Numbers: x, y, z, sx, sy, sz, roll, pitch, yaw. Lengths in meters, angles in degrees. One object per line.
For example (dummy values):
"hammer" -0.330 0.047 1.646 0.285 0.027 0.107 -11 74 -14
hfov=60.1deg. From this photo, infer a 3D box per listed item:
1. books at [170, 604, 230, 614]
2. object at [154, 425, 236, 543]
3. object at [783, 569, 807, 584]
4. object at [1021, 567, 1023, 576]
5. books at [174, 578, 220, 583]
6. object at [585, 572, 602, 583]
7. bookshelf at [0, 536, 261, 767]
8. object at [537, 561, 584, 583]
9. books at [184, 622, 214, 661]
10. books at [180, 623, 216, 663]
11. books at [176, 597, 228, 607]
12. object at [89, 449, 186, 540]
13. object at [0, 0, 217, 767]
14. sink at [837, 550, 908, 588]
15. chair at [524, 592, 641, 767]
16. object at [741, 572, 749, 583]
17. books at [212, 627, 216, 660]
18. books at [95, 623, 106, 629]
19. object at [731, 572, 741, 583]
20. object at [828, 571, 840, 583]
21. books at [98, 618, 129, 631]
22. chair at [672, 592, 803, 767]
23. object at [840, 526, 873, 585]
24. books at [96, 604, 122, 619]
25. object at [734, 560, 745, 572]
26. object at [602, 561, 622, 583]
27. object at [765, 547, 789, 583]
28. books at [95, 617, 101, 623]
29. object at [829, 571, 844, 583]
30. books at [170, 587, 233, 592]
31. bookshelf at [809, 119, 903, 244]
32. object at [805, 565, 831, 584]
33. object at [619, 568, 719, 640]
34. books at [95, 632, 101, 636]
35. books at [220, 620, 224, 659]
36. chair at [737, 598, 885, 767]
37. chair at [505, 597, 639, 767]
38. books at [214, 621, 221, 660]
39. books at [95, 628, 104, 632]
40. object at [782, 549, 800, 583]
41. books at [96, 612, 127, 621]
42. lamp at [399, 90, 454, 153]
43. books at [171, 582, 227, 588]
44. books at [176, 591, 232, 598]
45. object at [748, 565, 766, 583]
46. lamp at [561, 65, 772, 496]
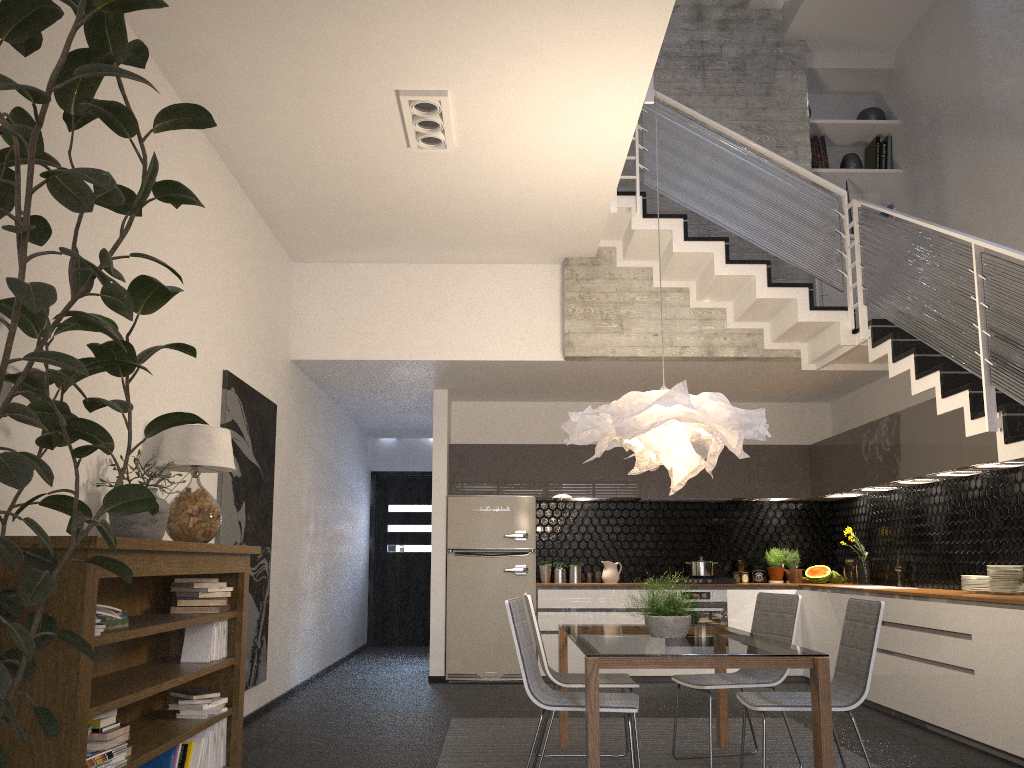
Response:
"books" -1.527 1.103 4.349 0.230 0.034 0.288 2 -11 -8
"object" -1.585 0.515 4.426 0.390 0.577 0.392 6 -11 -31
"object" 2.771 1.878 8.650 0.210 0.139 0.125 -7 -12 33
"object" 3.213 1.204 5.404 0.173 0.183 0.173 9 -13 -41
"books" -1.567 0.976 4.408 0.205 0.022 0.156 3 -12 -15
"object" 0.810 1.923 8.806 0.160 0.110 0.078 -1 -9 4
"bookshelf" -1.534 1.241 3.631 0.451 1.162 1.936 0 -11 -1
"object" 0.475 1.861 8.772 0.482 0.219 0.174 1 -10 -4
"books" -1.526 1.251 4.312 0.136 0.187 0.018 0 -8 -1
"books" -1.508 1.243 4.256 0.135 0.180 0.078 0 -9 -1
"books" 0.099 -1.818 6.754 0.361 6.653 5.421 -7 -12 39
"object" -1.601 0.475 3.800 0.386 0.409 0.277 4 -10 -22
"object" -1.256 -0.036 2.360 0.909 3.173 2.026 4 -10 -23
"sink" 3.025 1.611 7.384 0.490 0.445 0.730 0 -11 -1
"chair" 0.366 1.609 4.827 0.601 0.912 0.479 0 -9 0
"object" 2.319 1.926 8.818 0.083 0.112 0.083 -1 -10 9
"books" -1.510 1.270 4.330 0.120 0.158 0.016 0 -8 -1
"books" -1.571 0.834 3.061 0.253 0.011 0.320 8 -14 -33
"object" 2.232 1.926 8.820 0.083 0.112 0.083 0 -9 -1
"object" 3.189 1.915 8.788 0.132 0.118 0.205 -3 -11 19
"books" -1.551 0.883 3.250 0.179 0.033 0.245 0 -11 2
"chair" 1.232 1.613 4.839 0.602 0.912 0.479 3 -9 -15
"object" 3.186 1.585 8.179 0.257 0.538 0.430 -4 -10 23
"books" -1.581 0.784 3.095 0.323 0.108 0.274 -7 -13 33
"object" 2.266 1.814 8.825 0.083 0.112 0.083 4 -10 -20
"object" 0.987 1.867 8.782 0.190 0.213 0.173 -2 -10 13
"object" 2.635 1.798 8.793 0.245 0.351 0.236 0 -9 3
"books" -1.563 0.807 3.037 0.253 0.011 0.320 6 -13 -28
"object" 3.175 1.877 8.614 0.149 0.126 0.225 -8 -13 39
"books" -1.548 1.024 4.421 0.244 0.019 0.176 -5 -12 24
"bookshelf" 2.832 -1.680 7.731 0.973 1.097 0.446 0 -9 -1
"object" 2.962 1.844 8.570 0.236 0.173 0.219 -5 -12 28
"object" 0.778 1.124 4.535 0.531 0.364 0.674 1 -11 -5
"books" -1.556 0.850 3.034 0.253 0.011 0.321 6 -13 -27
"books" -1.510 1.272 4.414 0.135 0.187 0.015 0 -8 -1
"chair" 1.384 1.464 4.100 0.601 0.912 0.479 0 -9 2
"chair" 0.282 1.463 4.099 0.601 0.912 0.479 -1 -9 9
"books" -1.502 1.259 4.349 0.136 0.187 0.018 0 -8 -1
"books" -1.562 0.841 3.044 0.253 0.011 0.320 7 -13 -30
"object" 2.777 1.782 8.777 0.170 0.376 0.185 -6 -11 36
"books" -1.546 0.853 3.246 0.166 0.023 0.229 -1 -11 3
"lamp" -0.469 -1.480 4.979 0.253 0.065 0.651 0 -11 -1
"books" -1.559 0.999 4.406 0.244 0.023 0.176 -11 -16 43
"books" -1.540 1.049 4.420 0.226 0.029 0.180 -10 -15 40
"object" 2.442 1.895 8.818 0.141 0.172 0.142 0 -10 -1
"lamp" 0.800 -1.984 4.990 1.118 5.170 1.070 -1 -9 10
